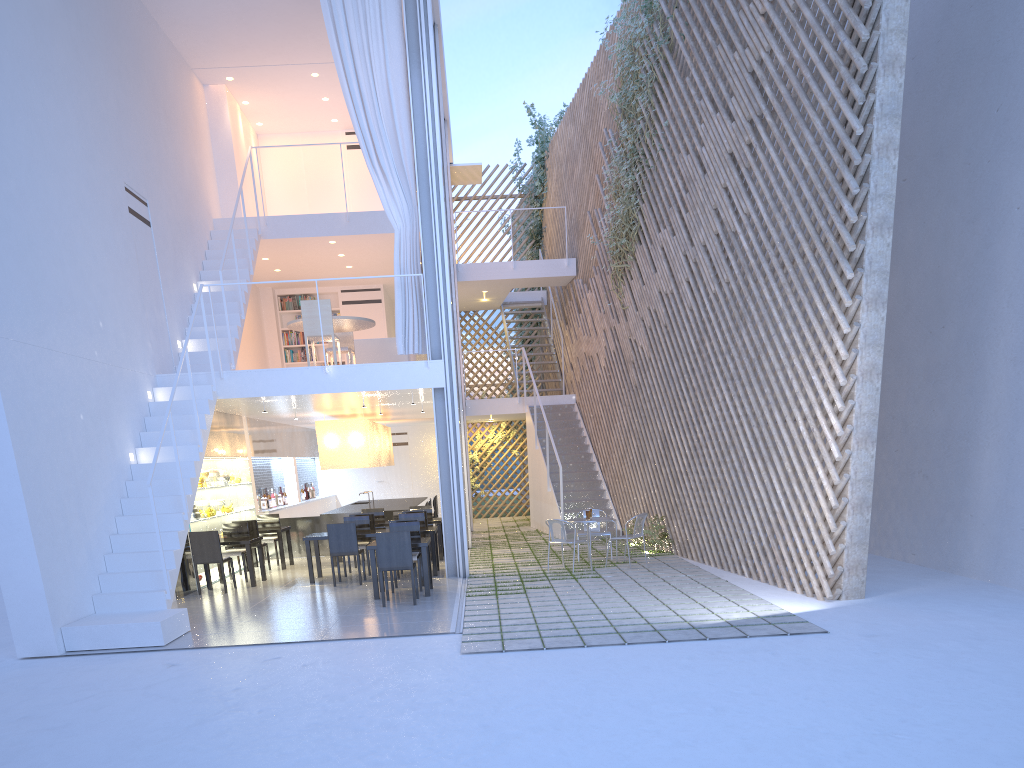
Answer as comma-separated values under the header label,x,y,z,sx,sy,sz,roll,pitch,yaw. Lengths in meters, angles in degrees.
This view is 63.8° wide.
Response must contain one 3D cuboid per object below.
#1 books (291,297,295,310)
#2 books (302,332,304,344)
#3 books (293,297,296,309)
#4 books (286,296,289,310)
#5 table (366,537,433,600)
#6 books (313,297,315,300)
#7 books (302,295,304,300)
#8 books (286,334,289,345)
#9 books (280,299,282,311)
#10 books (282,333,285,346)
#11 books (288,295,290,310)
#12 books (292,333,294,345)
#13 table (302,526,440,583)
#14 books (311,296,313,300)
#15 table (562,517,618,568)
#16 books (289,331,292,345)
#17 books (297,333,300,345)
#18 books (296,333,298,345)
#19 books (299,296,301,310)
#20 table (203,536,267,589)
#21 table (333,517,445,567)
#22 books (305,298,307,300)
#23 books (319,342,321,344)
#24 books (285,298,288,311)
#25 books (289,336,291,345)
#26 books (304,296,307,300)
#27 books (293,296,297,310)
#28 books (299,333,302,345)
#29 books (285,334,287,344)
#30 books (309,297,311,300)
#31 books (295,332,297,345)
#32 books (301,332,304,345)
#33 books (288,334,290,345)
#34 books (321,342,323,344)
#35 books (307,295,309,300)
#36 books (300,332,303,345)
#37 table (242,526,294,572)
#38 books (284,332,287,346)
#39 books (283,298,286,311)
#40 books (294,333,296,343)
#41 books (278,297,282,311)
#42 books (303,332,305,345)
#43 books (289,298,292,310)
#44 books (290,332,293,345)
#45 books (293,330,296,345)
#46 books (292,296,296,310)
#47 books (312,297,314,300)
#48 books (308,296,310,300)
label,x,y,z,sx,sy,sz,roll,pitch,yaw
books,-2.300,-0.833,8.644,0.007,0.136,0.089,-3,9,-3
books,-2.211,-0.484,8.747,0.008,0.154,0.078,-3,11,-3
books,-2.277,-0.841,8.648,0.024,0.154,0.078,-3,11,-2
books,-2.346,-0.838,8.645,0.011,0.154,0.080,-3,11,-3
table,-0.675,1.129,5.050,0.359,0.351,0.333,-3,6,-2
books,-2.074,-0.844,8.660,0.006,0.137,0.067,-3,11,-3
books,-2.184,-0.851,8.646,0.015,0.162,0.081,-3,11,-3
books,-2.375,-0.465,8.743,0.021,0.131,0.086,-3,9,-2
books,-2.419,-0.824,8.642,0.006,0.131,0.089,-3,9,-3
books,-2.414,-0.466,8.740,0.015,0.136,0.089,-3,9,-3
books,-2.333,-0.843,8.646,0.011,0.163,0.076,-3,12,-3
books,-2.318,-0.469,8.745,0.015,0.134,0.083,-3,10,-3
table,-0.986,1.221,5.893,0.915,0.351,0.333,-3,6,-1
books,-2.091,-0.844,8.648,0.015,0.136,0.089,-3,9,-3
table,0.556,1.140,5.940,0.337,0.354,0.340,-8,8,-39
books,-2.347,-0.481,8.744,0.011,0.163,0.076,-3,12,-3
books,-2.264,-0.473,8.754,0.021,0.139,0.065,-3,12,-2
books,-2.278,-0.473,8.742,0.007,0.136,0.089,-3,9,-3
books,-2.220,-0.844,8.651,0.027,0.152,0.073,-3,11,-2
table,-1.981,1.273,5.872,0.359,0.351,0.333,-3,6,-2
table,-1.021,1.302,6.788,0.915,0.351,0.333,-3,6,-1
books,-2.148,-0.836,8.653,0.018,0.128,0.079,-3,10,-2
books,-2.045,-0.469,8.767,0.021,0.105,0.058,-3,10,-2
books,-2.362,-0.829,8.654,0.021,0.139,0.065,-3,12,-2
books,-2.355,-0.464,8.749,0.006,0.127,0.076,-3,10,-3
books,-2.164,-0.846,8.648,0.010,0.149,0.083,-3,11,-3
books,-2.268,-0.842,8.648,0.024,0.154,0.078,-3,11,-2
books,-2.244,-0.470,8.749,0.018,0.128,0.079,-3,10,-2
books,-2.389,-0.463,8.744,0.006,0.128,0.084,-3,9,-3
books,-2.107,-0.840,8.650,0.015,0.131,0.087,-3,9,-3
books,-2.286,-0.475,8.741,0.008,0.142,0.089,-3,10,-3
books,-2.220,-0.484,8.744,0.009,0.154,0.084,-3,11,-3
books,-2.362,-0.466,8.742,0.006,0.131,0.089,-3,9,-3
books,-2.024,-0.470,8.767,0.021,0.105,0.058,-3,10,-2
books,-2.129,-0.850,8.647,0.009,0.154,0.084,-3,11,-3
books,-2.230,-0.481,8.745,0.010,0.149,0.083,-3,11,-3
table,-2.016,1.354,6.767,0.359,0.351,0.333,-3,6,-2
books,-2.400,-0.473,8.741,0.015,0.151,0.082,-3,11,-3
books,-2.384,-0.828,8.654,0.021,0.139,0.065,-3,12,-2
books,-2.293,-0.472,8.742,0.005,0.136,0.089,-3,9,-3
books,-2.430,-0.832,8.642,0.015,0.151,0.082,-3,11,-3
books,-2.202,-0.485,8.746,0.011,0.154,0.080,-3,11,-3
books,-2.315,-0.829,8.646,0.021,0.131,0.086,-3,9,-2
books,-2.334,-0.476,8.747,0.015,0.151,0.073,-3,11,-3
books,-2.304,-0.483,8.742,0.015,0.162,0.081,-3,11,-3
books,-2.286,-0.841,8.647,0.024,0.154,0.078,-3,11,-2
books,-2.080,-0.840,8.652,0.006,0.128,0.084,-3,9,-3
books,-2.119,-0.845,8.647,0.008,0.142,0.089,-3,10,-3
